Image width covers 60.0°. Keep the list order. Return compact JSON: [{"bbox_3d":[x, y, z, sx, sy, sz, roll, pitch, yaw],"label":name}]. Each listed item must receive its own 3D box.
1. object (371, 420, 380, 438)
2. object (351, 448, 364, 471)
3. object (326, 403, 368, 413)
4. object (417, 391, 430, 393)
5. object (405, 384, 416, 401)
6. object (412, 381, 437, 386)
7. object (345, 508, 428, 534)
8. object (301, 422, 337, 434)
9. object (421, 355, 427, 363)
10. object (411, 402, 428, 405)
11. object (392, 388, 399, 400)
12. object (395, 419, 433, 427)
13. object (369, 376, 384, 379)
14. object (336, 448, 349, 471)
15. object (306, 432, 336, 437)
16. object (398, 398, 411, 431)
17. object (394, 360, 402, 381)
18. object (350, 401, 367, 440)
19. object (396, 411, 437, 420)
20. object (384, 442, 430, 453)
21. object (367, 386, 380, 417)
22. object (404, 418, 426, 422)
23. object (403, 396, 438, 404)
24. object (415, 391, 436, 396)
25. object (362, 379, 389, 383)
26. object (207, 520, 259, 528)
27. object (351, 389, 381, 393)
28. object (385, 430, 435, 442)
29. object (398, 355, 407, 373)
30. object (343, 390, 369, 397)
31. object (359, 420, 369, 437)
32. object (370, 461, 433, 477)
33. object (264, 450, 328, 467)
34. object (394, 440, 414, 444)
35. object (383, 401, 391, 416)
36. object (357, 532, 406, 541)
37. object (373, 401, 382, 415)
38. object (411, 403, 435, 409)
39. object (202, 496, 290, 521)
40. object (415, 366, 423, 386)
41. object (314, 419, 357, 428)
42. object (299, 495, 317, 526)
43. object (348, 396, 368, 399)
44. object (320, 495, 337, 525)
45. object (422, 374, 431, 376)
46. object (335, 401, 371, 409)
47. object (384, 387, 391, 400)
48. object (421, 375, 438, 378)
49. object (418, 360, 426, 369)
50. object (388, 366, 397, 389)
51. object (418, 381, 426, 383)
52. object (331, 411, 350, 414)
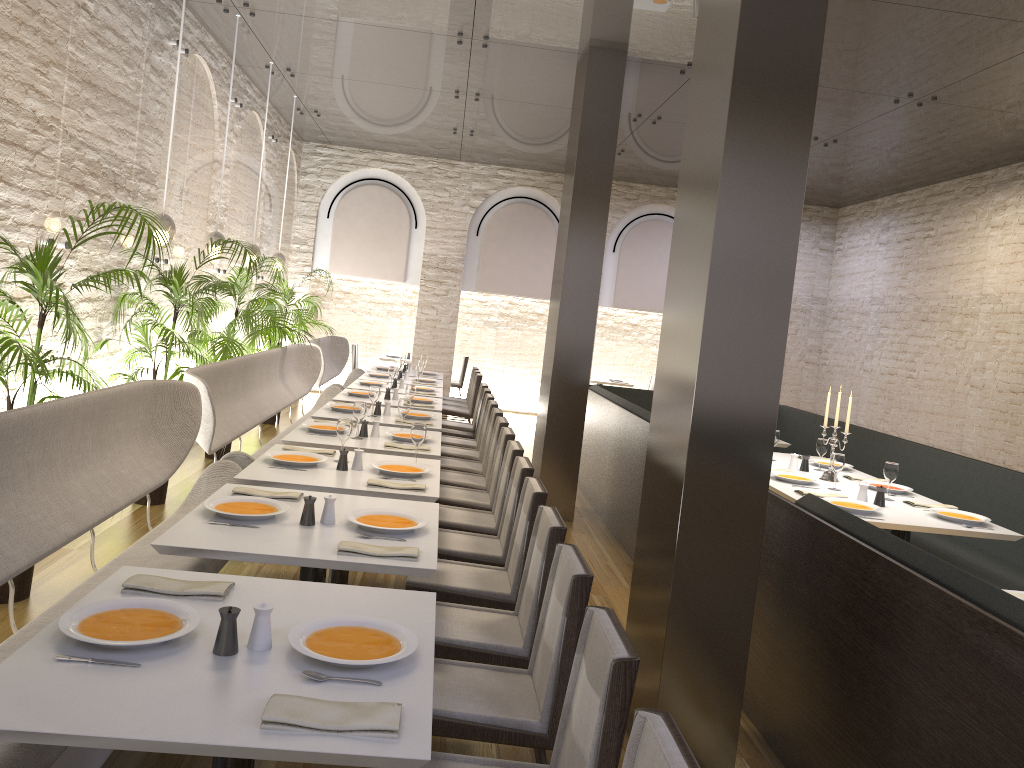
[{"bbox_3d":[-0.874,0.284,5.687,0.059,0.109,0.059,6,3,-13],"label":"object"},{"bbox_3d":[-0.786,0.383,4.528,0.059,0.109,0.059,7,3,4],"label":"object"},{"bbox_3d":[-1.278,0.190,6.843,0.321,0.036,0.322,4,5,-27],"label":"object"},{"bbox_3d":[-0.909,0.076,8.982,0.181,0.015,0.038,6,4,-3],"label":"object"},{"bbox_3d":[-0.823,0.119,7.135,0.087,0.230,0.086,8,3,37],"label":"object"},{"bbox_3d":[-0.975,-0.003,9.905,0.273,0.033,0.143,6,4,-5],"label":"object"},{"bbox_3d":[-0.486,0.539,3.438,0.321,0.036,0.322,4,5,-27],"label":"object"},{"bbox_3d":[-1.191,0.288,5.686,0.321,0.036,0.322,5,5,-22],"label":"object"},{"bbox_3d":[-1.163,-0.264,11.649,0.087,0.230,0.086,7,3,25],"label":"object"},{"bbox_3d":[-0.825,0.170,7.868,0.181,0.015,0.038,6,4,-3],"label":"object"},{"bbox_3d":[-1.049,0.087,8.011,0.059,0.109,0.059,6,3,-13],"label":"object"},{"bbox_3d":[-0.721,0.284,6.525,0.273,0.033,0.143,6,4,-5],"label":"object"},{"bbox_3d":[-1.524,-0.071,10.040,0.185,0.010,0.017,6,4,-4],"label":"object"},{"bbox_3d":[-0.853,0.379,4.477,0.059,0.109,0.059,7,3,4],"label":"object"},{"bbox_3d":[-1.183,0.314,5.503,0.185,0.010,0.017,6,4,-4],"label":"object"},{"bbox_3d":[-0.738,0.215,6.003,0.086,0.230,0.086,6,2,1],"label":"object"},{"bbox_3d":[-1.297,-0.157,10.054,0.087,0.230,0.086,7,3,25],"label":"object"},{"bbox_3d":[-0.956,0.227,5.531,0.086,0.230,0.086,9,3,43],"label":"object"},{"bbox_3d":[-0.746,0.247,6.883,0.321,0.036,0.322,4,5,-27],"label":"object"},{"bbox_3d":[-0.634,0.382,5.368,0.273,0.033,0.143,6,4,-5],"label":"object"},{"bbox_3d":[-1.042,0.131,6.663,0.087,0.230,0.086,8,3,37],"label":"object"},{"bbox_3d":[-0.738,0.269,6.701,0.181,0.015,0.038,6,4,-3],"label":"object"},{"bbox_3d":[-0.833,0.148,8.050,0.321,0.036,0.322,4,5,-27],"label":"object"},{"bbox_3d":[-0.893,0.090,8.806,0.273,0.033,0.143,6,4,-5],"label":"object"},{"bbox_3d":[-1.459,-0.024,9.466,0.273,0.033,0.143,6,4,-5],"label":"object"},{"bbox_3d":[-1.011,0.508,3.215,0.185,0.010,0.017,6,4,-4],"label":"object"},{"bbox_3d":[-1.375,0.071,8.352,0.273,0.033,0.143,6,4,-5],"label":"object"},{"bbox_3d":[-0.659,0.345,5.726,0.321,0.036,0.322,5,5,-22],"label":"object"},{"bbox_3d":[-1.381,-0.253,11.177,0.087,0.230,0.086,7,3,25],"label":"object"},{"bbox_3d":[-1.366,0.091,8.010,0.321,0.036,0.322,4,5,-27],"label":"object"},{"bbox_3d":[-0.940,0.281,5.636,0.059,0.109,0.059,6,3,-13],"label":"object"},{"bbox_3d":[-0.571,0.443,4.567,0.322,0.036,0.321,9,5,30],"label":"object"},{"bbox_3d":[-1.104,0.387,4.527,0.322,0.036,0.321,9,5,30],"label":"object"},{"bbox_3d":[-0.651,0.368,5.543,0.181,0.015,0.038,6,4,-3],"label":"object"},{"bbox_3d":[-0.961,0.186,6.844,0.059,0.109,0.059,6,3,-13],"label":"object"},{"bbox_3d":[-0.478,0.562,3.255,0.181,0.015,0.038,6,4,-3],"label":"object"},{"bbox_3d":[-1.027,0.183,6.793,0.059,0.109,0.059,6,3,-13],"label":"object"},{"bbox_3d":[-0.809,0.185,7.692,0.273,0.033,0.143,6,4,-5],"label":"object"},{"bbox_3d":[-1.019,0.483,3.397,0.321,0.036,0.322,4,5,-27],"label":"object"},{"bbox_3d":[-0.996,-0.076,9.433,0.087,0.230,0.086,7,3,25],"label":"object"},{"bbox_3d":[-1.200,0.268,6.028,0.273,0.033,0.143,6,4,-5],"label":"object"},{"bbox_3d":[-0.768,0.475,3.348,0.059,0.109,0.059,6,3,-13],"label":"object"},{"bbox_3d":[-1.358,0.116,7.827,0.185,0.010,0.017,6,4,-4],"label":"object"},{"bbox_3d":[-0.702,0.479,3.399,0.059,0.109,0.059,6,3,-13],"label":"object"},{"bbox_3d":[-1.077,-0.114,11.217,0.181,0.015,0.038,6,4,-3],"label":"object"},{"bbox_3d":[-1.287,0.170,7.185,0.273,0.033,0.143,6,4,-5],"label":"object"},{"bbox_3d":[-1.115,0.084,7.960,0.059,0.109,0.059,6,3,-13],"label":"object"},{"bbox_3d":[-1.061,-0.099,11.041,0.273,0.033,0.143,6,4,-5],"label":"object"},{"bbox_3d":[-1.078,-0.169,10.526,0.087,0.230,0.086,7,3,25],"label":"object"},{"bbox_3d":[-1.215,-0.064,8.961,0.087,0.230,0.086,7,3,25],"label":"object"},{"bbox_3d":[-0.992,-0.018,10.081,0.181,0.015,0.038,6,4,-3],"label":"object"},{"bbox_3d":[-1.270,0.215,6.660,0.185,0.010,0.017,6,4,-4],"label":"object"}]
